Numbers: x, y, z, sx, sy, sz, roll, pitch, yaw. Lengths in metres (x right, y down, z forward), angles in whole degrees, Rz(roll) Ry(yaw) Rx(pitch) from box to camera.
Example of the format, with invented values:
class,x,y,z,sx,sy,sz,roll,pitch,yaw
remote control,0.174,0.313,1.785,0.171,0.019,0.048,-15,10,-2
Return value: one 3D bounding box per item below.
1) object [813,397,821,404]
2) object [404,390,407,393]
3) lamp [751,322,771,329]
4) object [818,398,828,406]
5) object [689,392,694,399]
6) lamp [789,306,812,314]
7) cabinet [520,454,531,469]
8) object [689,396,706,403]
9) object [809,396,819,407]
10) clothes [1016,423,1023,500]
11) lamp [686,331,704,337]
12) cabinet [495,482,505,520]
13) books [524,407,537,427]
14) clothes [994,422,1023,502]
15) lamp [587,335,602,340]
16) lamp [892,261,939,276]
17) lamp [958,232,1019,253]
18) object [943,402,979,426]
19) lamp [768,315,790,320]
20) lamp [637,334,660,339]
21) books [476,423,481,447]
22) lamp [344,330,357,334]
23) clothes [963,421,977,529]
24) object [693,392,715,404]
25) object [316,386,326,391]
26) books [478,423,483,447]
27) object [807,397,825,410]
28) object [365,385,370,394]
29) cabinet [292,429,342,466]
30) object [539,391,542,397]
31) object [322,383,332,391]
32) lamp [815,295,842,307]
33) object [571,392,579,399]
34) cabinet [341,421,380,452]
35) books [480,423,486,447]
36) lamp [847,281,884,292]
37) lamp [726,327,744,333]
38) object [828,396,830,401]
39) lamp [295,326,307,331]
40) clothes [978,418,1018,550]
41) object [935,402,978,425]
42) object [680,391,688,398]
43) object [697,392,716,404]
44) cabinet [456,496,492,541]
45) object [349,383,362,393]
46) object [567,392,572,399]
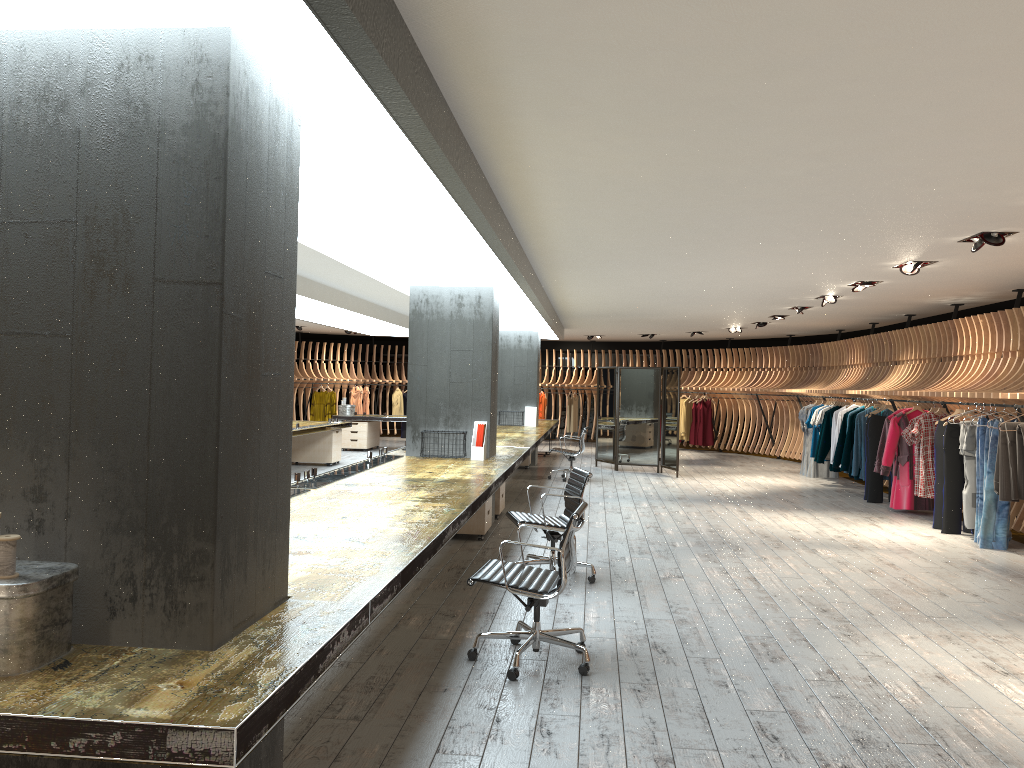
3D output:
class,x,y,z,sx,sy,sz,roll,pitch,yaw
object,5.589,0.350,16.224,0.525,0.270,0.012,1,-1,20
object,-2.761,0.152,23.864,0.525,0.270,0.012,1,-1,40
lamp,4.644,-1.176,16.544,0.269,0.291,0.492,1,0,1
object,5.566,0.349,15.770,0.525,0.270,0.012,1,-1,-10
object,4.339,0.319,21.503,0.525,0.270,0.012,2,-1,-45
lamp,4.352,-1.187,13.368,0.269,0.286,0.492,1,0,5
cabinet,-0.232,1.207,16.286,1.131,0.630,0.593,1,-1,5
object,4.486,0.327,21.314,0.525,0.270,0.012,1,-1,-20
object,5.568,0.349,16.081,0.525,0.270,0.012,1,-1,-5
clothes,4.953,0.747,8.391,0.336,0.776,0.254,1,-1,21
lamp,4.099,-1.188,19.647,0.269,0.292,0.492,2,0,-27
cabinet,-0.670,1.194,10.246,1.131,0.630,0.593,1,-1,5
books,0.346,0.613,16.596,0.215,0.368,0.073,1,-1,5
clothes,4.847,0.751,8.575,0.278,0.767,0.263,1,-1,13
lamp,2.054,-1.236,22.038,0.493,0.292,0.269,1,-1,38
lamp,3.909,-1.200,8.605,0.269,0.284,0.492,1,0,5
lamp,3.762,-1.201,7.017,0.269,0.291,0.492,1,0,5
object,5.001,0.334,9.709,0.525,0.270,0.012,1,-1,5
lamp,4.499,-1.179,14.956,0.269,0.294,0.492,1,0,5
lamp,3.236,-1.207,20.978,0.269,0.294,0.493,2,-1,-40
books,-0.346,0.589,9.132,0.048,0.368,0.215,1,-1,5
lamp,-3.952,-1.378,22.002,0.492,0.297,0.269,2,-1,-35
clothes,4.914,0.964,9.399,0.278,1.141,0.172,1,-1,13
object,4.581,0.329,21.183,0.525,0.270,0.012,1,-1,5
object,-4.909,0.102,22.789,0.525,0.270,0.012,1,-1,35
books,-0.324,0.590,9.130,0.048,0.368,0.215,1,-1,5
object,5.563,0.349,15.944,0.525,0.270,0.012,1,-1,20
object,-3.851,0.124,23.438,0.012,0.270,0.525,2,0,-30
cabinet,-3.693,1.123,15.922,1.131,0.630,0.593,1,-1,5
object,0.800,0.238,23.903,0.012,0.270,0.525,2,0,-15
object,-4.767,0.105,22.904,0.525,0.270,0.012,1,-1,35
lamp,4.204,-1.184,11.780,0.269,0.301,0.492,1,0,5
object,1.680,0.261,23.610,0.012,0.270,0.525,1,0,25
cabinet,-3.348,1.133,19.607,0.593,0.630,1.131,1,0,5
books,-0.302,0.590,9.128,0.048,0.368,0.215,1,-1,5
lamp,4.057,-1.190,10.192,0.269,0.296,0.492,1,0,5
lamp,4.582,-1.179,18.135,0.269,0.287,0.492,2,0,-14
object,5.535,0.350,15.465,0.525,0.270,0.012,1,-1,30
lamp,-5.124,-1.409,20.929,0.269,0.293,0.492,1,0,38
clothes,4.861,1.099,8.856,0.373,1.537,0.312,1,-1,17
object,5.012,0.334,9.922,0.012,0.270,0.525,2,-1,-45
object,4.212,0.316,21.685,0.525,0.270,0.012,1,-1,5
object,4.630,0.330,21.095,0.525,0.270,0.012,1,-1,-20
cabinet,-0.795,1.190,8.899,1.131,0.630,0.593,1,-1,5
object,-4.108,0.118,23.319,0.525,0.270,0.012,1,-1,40
object,1.553,0.258,23.640,0.012,0.270,0.525,1,0,20
